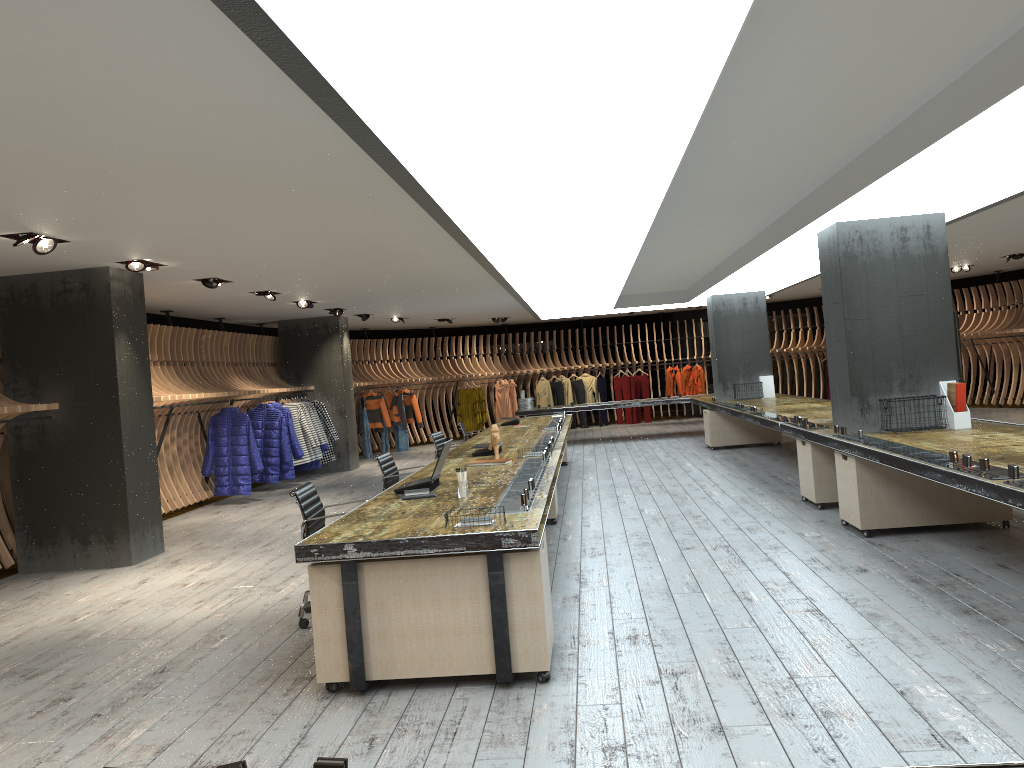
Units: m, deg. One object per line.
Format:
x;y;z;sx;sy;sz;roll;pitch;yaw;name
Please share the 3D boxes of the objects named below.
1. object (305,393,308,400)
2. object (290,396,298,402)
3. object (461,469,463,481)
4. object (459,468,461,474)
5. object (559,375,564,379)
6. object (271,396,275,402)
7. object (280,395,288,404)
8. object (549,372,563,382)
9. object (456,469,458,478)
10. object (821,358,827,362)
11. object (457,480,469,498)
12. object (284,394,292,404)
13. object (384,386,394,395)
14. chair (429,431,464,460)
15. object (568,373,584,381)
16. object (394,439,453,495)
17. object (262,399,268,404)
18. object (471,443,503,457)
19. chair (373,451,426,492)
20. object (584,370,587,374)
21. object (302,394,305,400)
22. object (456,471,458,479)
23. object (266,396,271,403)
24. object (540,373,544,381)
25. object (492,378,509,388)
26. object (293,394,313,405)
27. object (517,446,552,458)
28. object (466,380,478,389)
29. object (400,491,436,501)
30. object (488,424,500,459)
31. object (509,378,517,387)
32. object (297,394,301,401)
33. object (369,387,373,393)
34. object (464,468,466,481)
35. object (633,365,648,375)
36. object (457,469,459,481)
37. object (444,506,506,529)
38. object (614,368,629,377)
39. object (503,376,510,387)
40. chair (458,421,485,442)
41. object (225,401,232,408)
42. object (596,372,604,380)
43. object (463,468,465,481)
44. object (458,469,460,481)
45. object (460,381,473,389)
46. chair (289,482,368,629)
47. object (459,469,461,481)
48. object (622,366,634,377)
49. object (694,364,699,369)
-3.612;0.317;15.658;0.518;0.313;0.012;-5;0;5;object
-3.666;0.320;14.935;0.518;0.313;0.012;-5;0;5;object
-0.304;0.600;5.398;0.007;0.170;0.030;-4;0;-38;object
-0.307;0.600;5.441;0.030;0.170;0.007;-5;-1;45;object
1.241;-0.171;22.063;0.012;0.270;0.525;-4;0;-40;object
-3.775;0.320;13.979;0.525;0.270;0.012;-5;0;5;object
-3.708;0.329;14.439;0.518;0.313;0.012;-5;0;5;object
1.053;-0.156;22.000;0.525;0.270;0.012;-4;0;40;object
-0.324;0.602;5.411;0.007;0.170;0.030;-5;0;28;object
7.416;-0.657;20.526;0.525;0.270;0.012;-5;0;5;object
-0.299;0.645;5.420;0.061;0.111;0.062;-5;0;39;object
-3.688;0.325;14.674;0.518;0.313;0.012;-5;0;5;object
-2.660;0.178;19.129;0.525;0.270;0.012;-4;0;25;object
-0.616;0.986;10.587;0.667;0.859;0.693;-5;0;1;chair
1.540;-0.197;22.122;0.525;0.270;0.012;-4;0;30;object
-0.591;0.554;5.978;0.365;0.316;0.373;-5;0;5;object
-3.817;0.340;13.662;0.523;0.292;0.012;-5;0;5;object
-0.232;0.614;8.291;0.262;0.088;0.373;-5;1;5;object
-0.868;1.034;7.954;0.667;0.859;0.693;-5;0;-4;chair
1.840;-0.223;22.194;0.525;0.270;0.012;-4;0;30;object
-3.624;0.321;15.471;0.516;0.316;0.012;-5;0;5;object
-0.326;0.602;5.416;0.007;0.170;0.030;-5;0;42;object
-3.773;0.330;13.799;0.523;0.291;0.012;-5;0;5;object
0.758;-0.130;21.908;0.012;0.270;0.525;-4;0;-30;object
-0.285;-0.043;21.442;0.525;0.270;0.012;-4;0;40;object
-3.652;0.317;15.113;0.518;0.313;0.012;-5;0;5;object
0.199;0.599;7.747;0.302;0.074;0.217;-5;1;-1;object
-0.938;0.018;21.020;0.525;0.270;0.012;-4;0;35;object
-0.596;0.707;5.619;0.213;0.019;0.219;-5;1;-10;object
-0.139;0.507;7.744;0.097;0.300;0.320;-5;0;-11;object
-0.031;-0.065;21.563;0.012;0.270;0.525;-4;0;-30;object
-3.695;0.299;15.317;0.525;0.270;0.012;-5;0;5;object
-2.955;0.204;18.616;0.525;0.270;0.012;-5;0;20;object
-0.287;0.599;5.407;0.030;0.170;0.007;-5;0;-2;object
3.197;-0.334;22.278;0.525;0.270;0.012;-4;0;45;object
-0.322;0.601;5.407;0.007;0.170;0.030;-5;0;15;object
-0.179;0.666;4.393;0.302;0.074;0.217;-5;1;-1;object
2.743;-0.297;22.284;0.012;0.270;0.525;-4;0;-40;object
-0.182;-0.052;21.501;0.012;0.270;0.525;-4;0;-25;object
-0.443;0.948;12.791;0.668;0.859;0.693;-5;0;-9;chair
-3.917;0.349;12.272;0.525;0.270;0.012;-5;0;5;object
2.214;-0.256;22.243;0.012;0.270;0.525;-5;0;30;object
-0.295;0.599;5.401;0.030;0.170;0.007;-5;0;25;object
-0.318;0.601;5.403;0.007;0.170;0.030;-5;0;1;object
-1.079;0.031;20.904;0.525;0.270;0.012;-4;0;35;object
-1.072;1.074;5.796;0.668;0.859;0.693;-5;0;-9;chair
-0.314;0.601;5.401;0.007;0.170;0.030;-5;0;-11;object
2.909;-0.311;22.284;0.012;0.270;0.525;-4;0;-25;object
4.602;-0.446;22.075;0.012;0.270;0.525;-5;0;-15;object
